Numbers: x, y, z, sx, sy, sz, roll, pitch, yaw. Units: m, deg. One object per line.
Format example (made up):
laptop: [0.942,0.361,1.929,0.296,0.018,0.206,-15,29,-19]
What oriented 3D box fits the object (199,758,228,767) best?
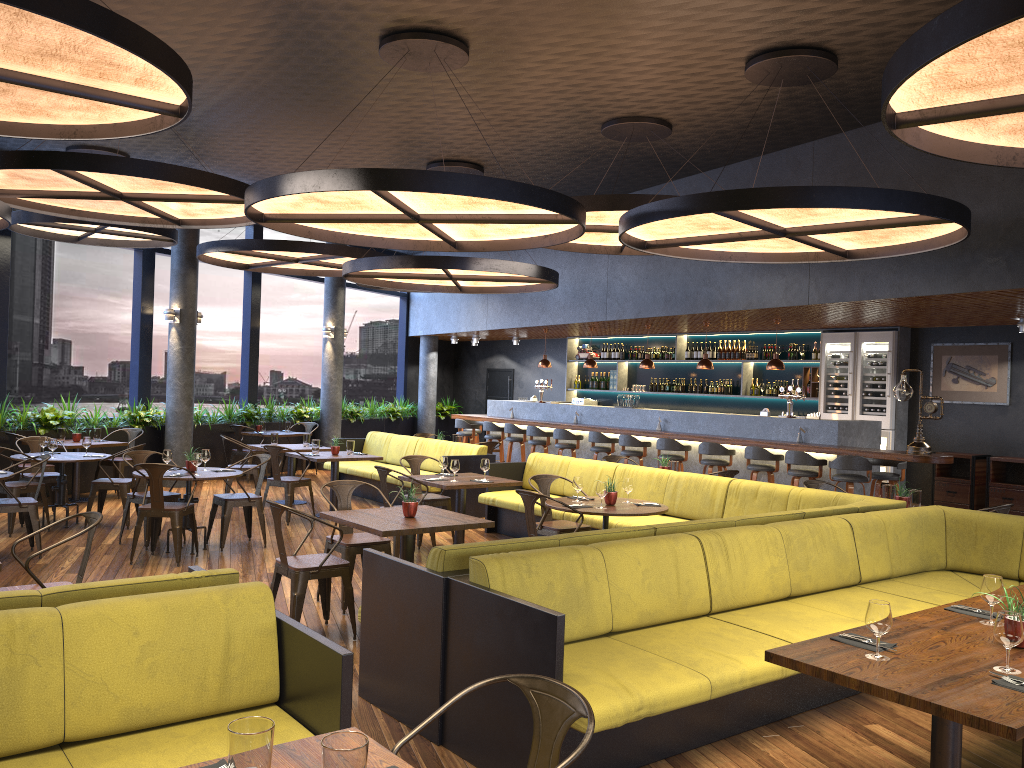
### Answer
object: [-0.728,0.929,2.085,0.255,0.019,0.157,2,0,-38]

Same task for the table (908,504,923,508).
table: [3.321,1.455,7.630,0.887,0.763,0.906,2,0,-38]

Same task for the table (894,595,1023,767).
table: [2.271,1.422,3.794,0.906,0.763,0.887,2,0,-38]

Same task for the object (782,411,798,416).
object: [4.356,0.676,13.856,0.204,0.492,0.310,2,0,-38]

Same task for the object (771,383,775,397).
object: [4.177,0.090,14.144,0.088,0.224,0.088,2,0,-43]

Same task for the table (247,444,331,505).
table: [-3.022,1.235,12.078,0.906,0.763,0.887,2,0,-38]

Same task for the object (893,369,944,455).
object: [4.510,0.301,9.856,0.566,0.944,0.263,2,0,45]

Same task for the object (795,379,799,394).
object: [4.435,0.069,13.762,0.079,0.281,0.079,2,0,-44]

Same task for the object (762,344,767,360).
object: [4.035,-0.509,14.165,0.063,0.254,0.063,2,0,-40]

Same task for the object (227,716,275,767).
object: [-0.588,0.854,1.991,0.102,0.178,0.102,2,0,-2]

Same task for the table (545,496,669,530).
table: [0.762,1.368,7.286,1.007,0.760,1.007,2,0,0]

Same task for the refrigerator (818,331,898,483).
refrigerator: [5.050,0.309,12.840,0.454,2.109,1.159,2,0,-38]

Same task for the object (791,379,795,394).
object: [4.377,0.067,13.837,0.079,0.281,0.079,2,0,26]

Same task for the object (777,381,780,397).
object: [4.214,0.077,14.024,0.063,0.254,0.063,2,0,-10]

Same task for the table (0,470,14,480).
table: [-4.937,1.172,7.745,1.007,0.760,1.007,2,0,20]

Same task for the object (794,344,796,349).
object: [4.431,-0.495,13.896,0.063,0.254,0.063,2,0,-10]

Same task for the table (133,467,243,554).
table: [-3.140,1.233,8.589,1.007,0.760,1.007,2,0,40]

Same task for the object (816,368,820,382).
object: [4.652,-0.131,13.443,0.097,0.206,0.097,2,0,3]

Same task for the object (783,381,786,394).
object: [4.270,0.079,13.908,0.063,0.254,0.063,2,0,15]

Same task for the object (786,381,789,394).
object: [4.331,0.081,13.965,0.063,0.254,0.063,2,0,-30]

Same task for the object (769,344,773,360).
object: [4.116,-0.506,14.073,0.063,0.254,0.063,2,0,25]

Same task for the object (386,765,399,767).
object: [-0.273,0.944,2.061,0.157,0.019,0.255,2,0,-38]

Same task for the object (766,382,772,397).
object: [4.081,0.087,14.090,0.088,0.224,0.088,2,0,22]

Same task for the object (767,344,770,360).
object: [4.118,-0.506,14.221,0.063,0.254,0.063,2,0,15]

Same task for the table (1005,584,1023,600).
table: [2.989,1.447,4.347,0.906,0.763,0.887,2,0,-38]

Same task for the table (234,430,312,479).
table: [-4.021,1.199,14.925,0.887,0.763,0.906,2,0,27]

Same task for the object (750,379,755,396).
object: [3.913,0.052,14.439,0.079,0.281,0.079,2,0,-34]

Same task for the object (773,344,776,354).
object: [4.190,-0.504,14.131,0.063,0.254,0.063,2,0,40]

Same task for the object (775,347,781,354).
object: [4.195,-0.480,13.978,0.097,0.206,0.097,2,0,21]

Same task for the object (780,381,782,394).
object: [4.274,0.079,14.081,0.063,0.254,0.063,2,0,15]

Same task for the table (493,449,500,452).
table: [-0.815,1.310,12.955,0.906,0.763,0.887,2,0,-38]

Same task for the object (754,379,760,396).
object: [3.970,0.054,14.365,0.079,0.281,0.079,2,0,31]

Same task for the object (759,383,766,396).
object: [4.015,0.093,14.218,0.097,0.206,0.097,2,0,21]

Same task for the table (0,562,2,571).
table: [-3.135,1.237,4.422,0.887,0.763,0.906,2,0,-38]

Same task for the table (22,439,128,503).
table: [-5.727,1.143,11.624,0.887,0.763,0.906,2,0,27]

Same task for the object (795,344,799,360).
object: [4.427,-0.495,13.802,0.063,0.254,0.063,2,0,15]

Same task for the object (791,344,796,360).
object: [4.356,-0.498,13.728,0.063,0.254,0.063,2,0,-10]

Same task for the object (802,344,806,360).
object: [4.528,-0.492,13.776,0.063,0.254,0.063,2,0,-30]

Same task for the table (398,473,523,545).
table: [-0.532,1.323,8.821,0.906,0.763,0.887,2,0,-38]

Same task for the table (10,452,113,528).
table: [-4.949,1.171,9.743,1.007,0.760,1.007,2,0,-44]

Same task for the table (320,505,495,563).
table: [-0.760,1.317,6.252,0.887,0.763,0.906,2,0,-38]

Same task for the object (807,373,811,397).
object: [4.558,0.022,13.558,0.091,0.369,0.092,2,0,22]

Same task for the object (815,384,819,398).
object: [4.644,0.103,13.444,0.097,0.206,0.097,2,0,3]

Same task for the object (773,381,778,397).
object: [4.154,0.075,13.970,0.063,0.254,0.063,2,0,-35]

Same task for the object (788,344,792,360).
object: [4.346,-0.498,13.840,0.063,0.254,0.063,2,0,5]

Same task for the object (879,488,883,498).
object: [5.227,1.568,12.643,0.277,0.206,0.416,2,0,-35]

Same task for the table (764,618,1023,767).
table: [1.559,1.398,3.238,0.906,0.763,0.887,2,0,-38]

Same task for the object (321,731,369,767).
object: [-0.365,0.861,1.924,0.102,0.178,0.102,2,0,38]

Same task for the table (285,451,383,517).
table: [-2.230,1.263,11.052,0.887,0.763,0.906,2,0,-38]

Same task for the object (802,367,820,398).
object: [4.602,-0.022,13.500,0.161,0.475,0.300,2,0,-38]
